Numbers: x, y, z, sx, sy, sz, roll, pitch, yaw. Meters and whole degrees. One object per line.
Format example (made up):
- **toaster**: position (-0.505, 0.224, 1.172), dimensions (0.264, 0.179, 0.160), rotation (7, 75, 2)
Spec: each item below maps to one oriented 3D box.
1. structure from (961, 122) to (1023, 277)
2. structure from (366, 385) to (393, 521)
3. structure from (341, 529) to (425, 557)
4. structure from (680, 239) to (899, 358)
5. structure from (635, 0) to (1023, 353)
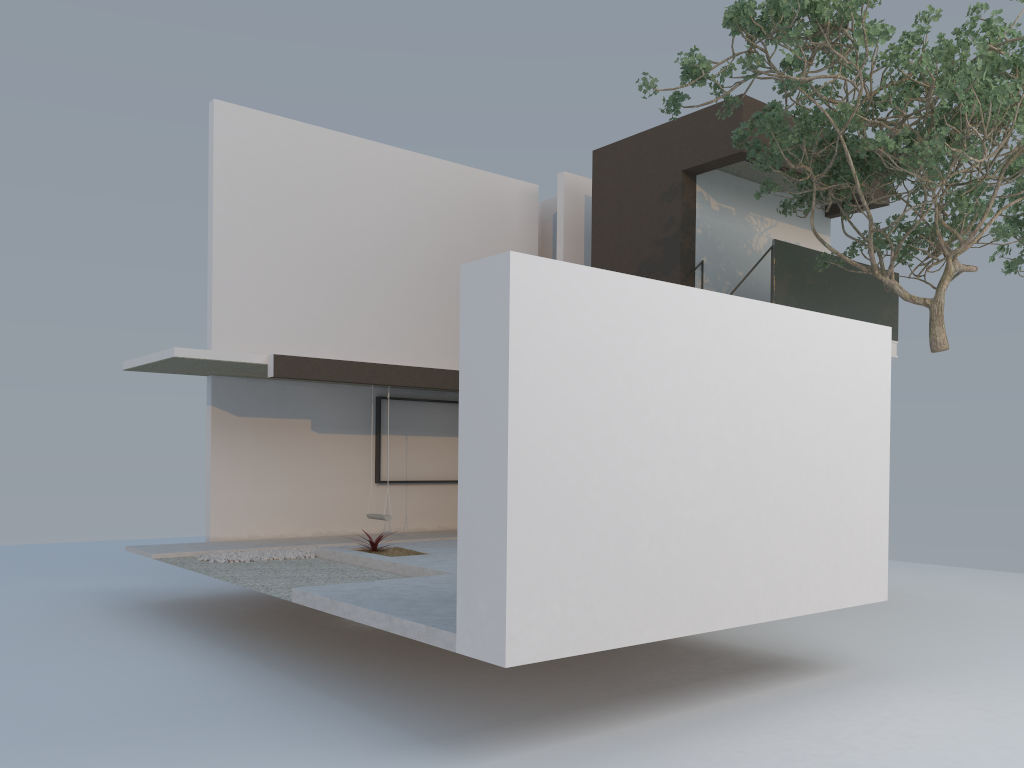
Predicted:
- **structure**: position (9.827, -1.936, 12.889), dimensions (5.510, 4.703, 7.313), rotation (-1, -4, 31)
- **structure**: position (-1.716, 0.832, 11.474), dimensions (0.129, 1.868, 0.462), rotation (0, 0, -39)
- **structure**: position (-1.465, 1.856, 10.157), dimensions (0.747, 0.291, 1.205), rotation (4, -6, -38)
- **structure**: position (2.921, 0.133, 11.780), dimensions (6.554, 3.949, 1.158), rotation (3, -2, -39)
- **structure**: position (4.318, -2.186, 9.229), dimensions (4.335, 3.701, 5.754), rotation (-1, -4, 31)
